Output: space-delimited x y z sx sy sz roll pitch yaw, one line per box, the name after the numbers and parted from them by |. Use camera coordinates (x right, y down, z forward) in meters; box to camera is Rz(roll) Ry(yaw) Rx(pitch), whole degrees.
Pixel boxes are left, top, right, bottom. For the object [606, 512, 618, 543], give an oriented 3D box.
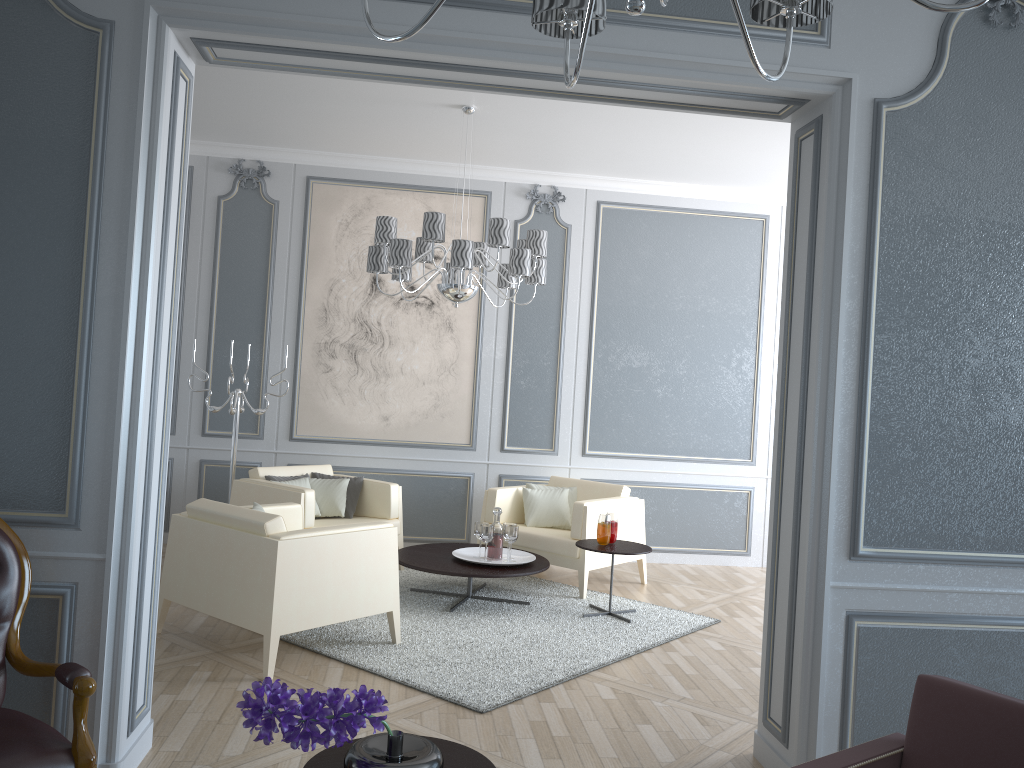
0.545 0.793 4.887 0.075 0.166 0.075 3 -1 43 | object

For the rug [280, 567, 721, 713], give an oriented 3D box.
-0.266 1.206 4.680 2.001 0.010 1.999 3 0 39 | rug

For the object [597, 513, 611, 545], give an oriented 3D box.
0.499 0.790 4.814 0.075 0.166 0.075 4 -1 -17 | object

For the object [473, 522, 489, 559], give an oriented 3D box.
-0.176 0.876 4.973 0.080 0.196 0.080 4 -1 -23 | object

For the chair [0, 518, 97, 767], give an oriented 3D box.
-1.347 0.721 2.081 0.575 0.829 0.572 3 -1 44 | chair

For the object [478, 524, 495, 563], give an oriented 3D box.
-0.142 0.878 4.880 0.080 0.196 0.080 4 -1 -3 | object

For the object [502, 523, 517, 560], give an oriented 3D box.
-0.017 0.886 5.000 0.080 0.196 0.080 4 -1 -23 | object

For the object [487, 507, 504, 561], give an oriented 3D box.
-0.089 0.834 4.958 0.086 0.290 0.086 3 -1 15 | object

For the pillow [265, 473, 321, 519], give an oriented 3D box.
-1.360 0.703 5.482 0.184 0.276 0.351 3 -1 39 | pillow

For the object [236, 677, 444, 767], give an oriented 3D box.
-0.328 0.695 1.782 0.425 0.221 0.206 4 -1 -36 | object

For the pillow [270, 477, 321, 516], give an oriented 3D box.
-1.318 0.705 5.404 0.163 0.245 0.311 3 -1 28 | pillow

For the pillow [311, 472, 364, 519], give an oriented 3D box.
-1.143 0.716 5.650 0.351 0.276 0.184 3 -1 9 | pillow

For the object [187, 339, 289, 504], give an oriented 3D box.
-1.754 0.427 5.594 0.446 1.386 0.446 3 -1 38 | object

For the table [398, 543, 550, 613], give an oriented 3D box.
-0.234 1.094 4.985 0.882 0.239 0.882 4 0 -9 | table

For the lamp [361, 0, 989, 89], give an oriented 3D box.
0.162 -0.960 0.972 0.976 1.120 0.976 4 -1 -18 | lamp

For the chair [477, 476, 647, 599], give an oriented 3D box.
0.322 0.938 5.671 0.855 0.621 0.736 3 -1 39 | chair

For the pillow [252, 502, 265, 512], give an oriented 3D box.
-1.162 0.713 4.091 0.182 0.285 0.360 4 -1 -1 | pillow

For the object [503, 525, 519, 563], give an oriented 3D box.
-0.007 0.886 4.917 0.080 0.196 0.080 4 -1 -23 | object

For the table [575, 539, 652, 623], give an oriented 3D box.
0.540 1.068 4.802 0.414 0.385 0.414 3 -1 41 | table

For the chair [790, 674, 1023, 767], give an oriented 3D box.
0.832 0.953 1.671 0.606 0.620 0.576 4 -1 -36 | chair

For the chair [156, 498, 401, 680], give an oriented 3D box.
-1.045 0.851 4.038 0.855 0.621 0.736 3 -1 39 | chair

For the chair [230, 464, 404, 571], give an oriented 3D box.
-1.209 0.844 5.501 0.737 0.621 0.854 3 -1 39 | chair

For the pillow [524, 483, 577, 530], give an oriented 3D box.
0.257 0.802 5.809 0.351 0.276 0.184 4 -1 -1 | pillow

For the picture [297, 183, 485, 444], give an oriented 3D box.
-0.841 -0.486 6.217 1.199 1.752 0.001 4 -1 -6 | picture

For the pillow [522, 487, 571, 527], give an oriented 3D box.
0.225 0.800 5.727 0.311 0.245 0.163 4 -1 -12 | pillow

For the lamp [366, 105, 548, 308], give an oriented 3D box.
-0.280 -0.979 4.917 0.976 1.120 0.976 4 -1 -18 | lamp

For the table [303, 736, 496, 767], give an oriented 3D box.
-0.243 1.004 1.846 0.414 0.385 0.414 4 -1 -19 | table

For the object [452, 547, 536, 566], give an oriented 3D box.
-0.101 0.968 4.944 0.468 0.028 0.468 3 0 6 | object

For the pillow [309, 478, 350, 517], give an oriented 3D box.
-1.189 0.713 5.575 0.312 0.245 0.163 4 -1 -2 | pillow
